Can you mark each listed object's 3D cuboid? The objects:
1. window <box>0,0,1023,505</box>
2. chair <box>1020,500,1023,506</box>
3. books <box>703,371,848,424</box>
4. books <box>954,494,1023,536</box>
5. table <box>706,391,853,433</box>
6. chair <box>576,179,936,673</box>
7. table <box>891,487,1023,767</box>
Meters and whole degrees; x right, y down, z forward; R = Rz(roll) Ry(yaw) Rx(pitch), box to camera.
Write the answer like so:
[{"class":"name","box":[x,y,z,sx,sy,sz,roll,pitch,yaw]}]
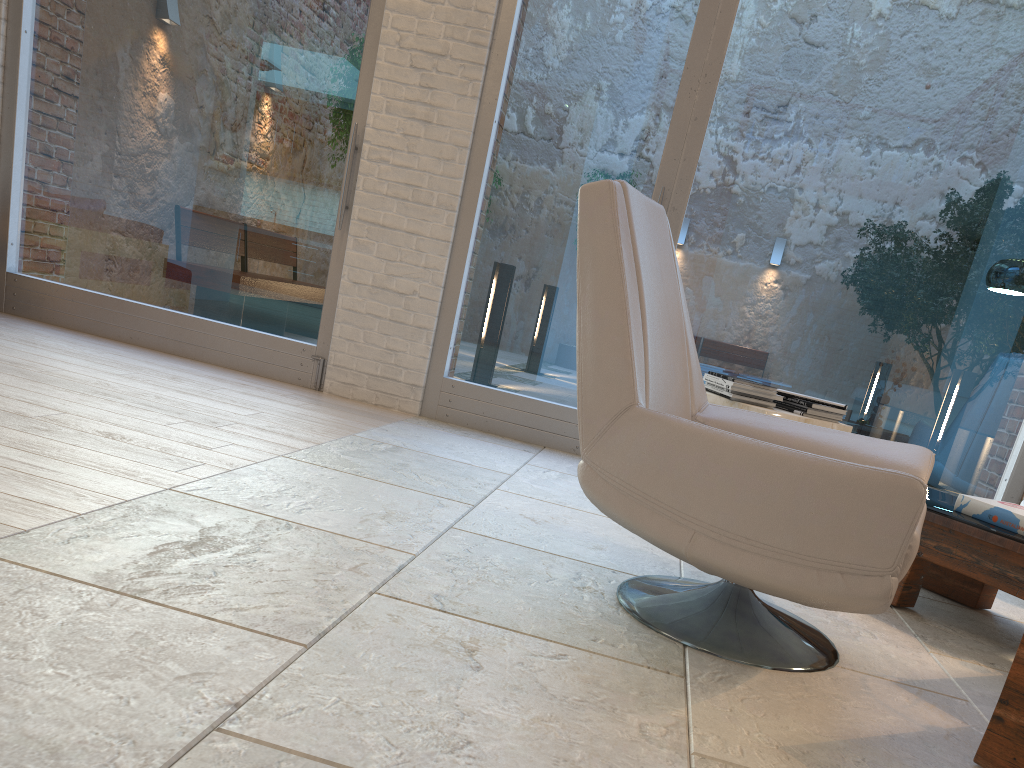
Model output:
[{"class":"window","box":[-0.416,-3.132,4.128,12.273,6.657,0.623,14,14,7]},{"class":"chair","box":[2.529,0.442,3.452,1.032,1.033,0.944,11,10,-8]},{"class":"books","box":[1.075,0.059,3.473,0.571,0.082,0.375,12,6,-8]},{"class":"books","box":[1.596,0.426,2.705,0.257,0.058,0.313,11,6,-22]},{"class":"table","box":[0.957,0.332,3.555,0.499,0.521,0.474,6,12,-31]},{"class":"chair","box":[0.563,0.104,2.191,0.953,1.051,1.013,17,11,24]},{"class":"table","box":[1.777,0.659,2.445,2.227,0.444,1.891,10,6,-31]}]
